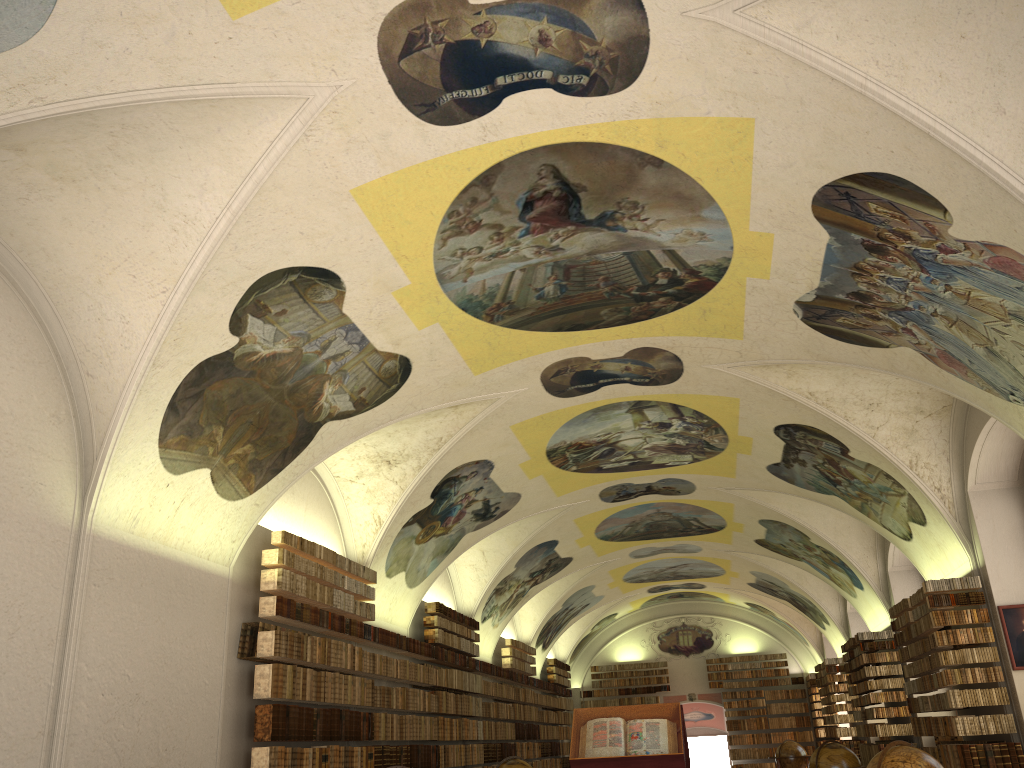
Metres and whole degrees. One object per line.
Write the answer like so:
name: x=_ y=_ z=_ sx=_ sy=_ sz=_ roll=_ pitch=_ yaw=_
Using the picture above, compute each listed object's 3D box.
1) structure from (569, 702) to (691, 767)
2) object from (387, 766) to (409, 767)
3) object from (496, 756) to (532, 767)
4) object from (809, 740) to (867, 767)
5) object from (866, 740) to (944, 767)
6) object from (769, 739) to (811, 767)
structure: x=1.461 y=4.805 z=10.338 sx=1.246 sy=1.968 sz=1.903 roll=-7 pitch=-22 yaw=10
object: x=-1.383 y=5.356 z=10.622 sx=1.280 sy=1.439 sz=1.286 roll=7 pitch=-24 yaw=-24
object: x=0.063 y=7.803 z=16.741 sx=1.282 sy=1.439 sz=1.284 roll=15 pitch=-28 yaw=-38
object: x=5.761 y=7.060 z=15.668 sx=1.280 sy=1.439 sz=1.286 roll=7 pitch=-24 yaw=-24
object: x=4.313 y=4.613 z=9.549 sx=1.282 sy=1.439 sz=1.284 roll=15 pitch=-28 yaw=-38
object: x=8.121 y=11.051 z=25.647 sx=1.281 sy=1.439 sz=1.285 roll=12 pitch=-26 yaw=-33
